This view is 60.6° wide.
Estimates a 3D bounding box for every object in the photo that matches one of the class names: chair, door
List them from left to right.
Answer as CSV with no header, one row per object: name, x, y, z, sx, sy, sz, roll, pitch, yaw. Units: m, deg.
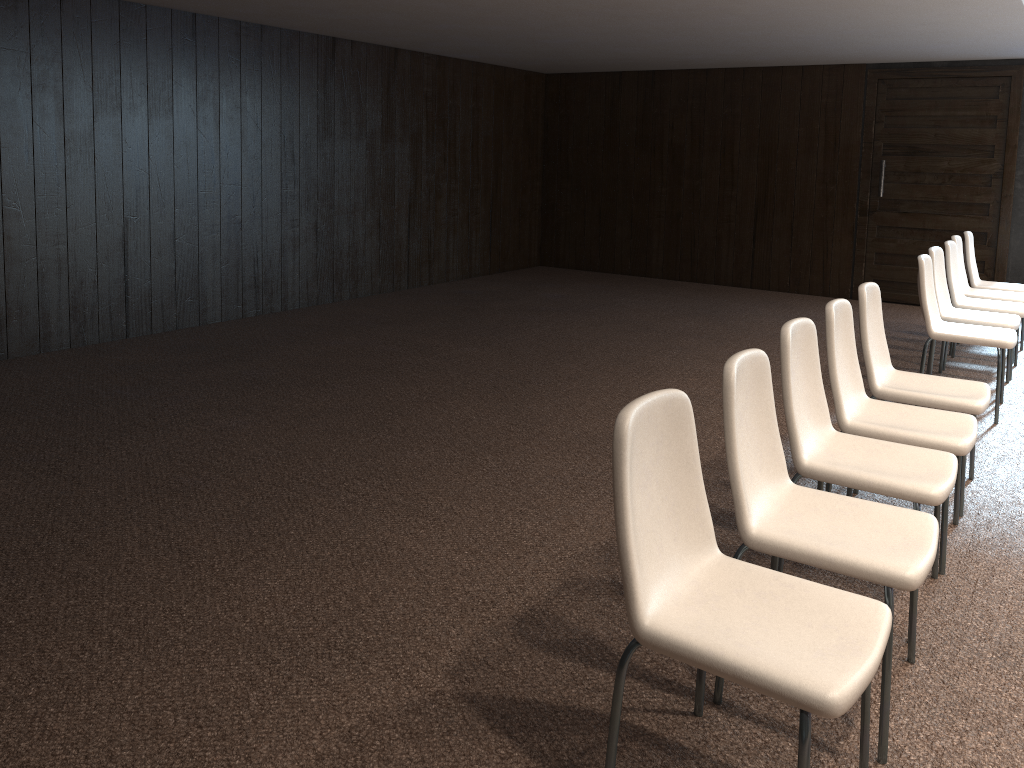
chair,0.513,0.510,1.929,0.563,0.883,0.538,8,11,35
chair,0.860,0.391,2.413,0.562,0.883,0.539,7,10,31
chair,1.180,0.260,2.944,0.562,0.883,0.539,7,10,33
chair,1.491,0.148,3.402,0.562,0.883,0.539,7,10,31
chair,1.823,0.020,3.920,0.562,0.883,0.539,7,10,32
door,4.246,-1.961,8.812,1.412,2.360,0.272,7,8,33
chair,2.698,-0.304,5.235,0.562,0.883,0.539,7,10,32
chair,3.018,-0.434,5.762,0.563,0.883,0.538,8,11,35
chair,3.365,-0.556,6.259,0.563,0.883,0.538,7,10,33
chair,3.666,-0.681,6.763,0.562,0.883,0.538,7,10,33
chair,4.005,-0.796,7.233,0.562,0.883,0.539,7,10,32
